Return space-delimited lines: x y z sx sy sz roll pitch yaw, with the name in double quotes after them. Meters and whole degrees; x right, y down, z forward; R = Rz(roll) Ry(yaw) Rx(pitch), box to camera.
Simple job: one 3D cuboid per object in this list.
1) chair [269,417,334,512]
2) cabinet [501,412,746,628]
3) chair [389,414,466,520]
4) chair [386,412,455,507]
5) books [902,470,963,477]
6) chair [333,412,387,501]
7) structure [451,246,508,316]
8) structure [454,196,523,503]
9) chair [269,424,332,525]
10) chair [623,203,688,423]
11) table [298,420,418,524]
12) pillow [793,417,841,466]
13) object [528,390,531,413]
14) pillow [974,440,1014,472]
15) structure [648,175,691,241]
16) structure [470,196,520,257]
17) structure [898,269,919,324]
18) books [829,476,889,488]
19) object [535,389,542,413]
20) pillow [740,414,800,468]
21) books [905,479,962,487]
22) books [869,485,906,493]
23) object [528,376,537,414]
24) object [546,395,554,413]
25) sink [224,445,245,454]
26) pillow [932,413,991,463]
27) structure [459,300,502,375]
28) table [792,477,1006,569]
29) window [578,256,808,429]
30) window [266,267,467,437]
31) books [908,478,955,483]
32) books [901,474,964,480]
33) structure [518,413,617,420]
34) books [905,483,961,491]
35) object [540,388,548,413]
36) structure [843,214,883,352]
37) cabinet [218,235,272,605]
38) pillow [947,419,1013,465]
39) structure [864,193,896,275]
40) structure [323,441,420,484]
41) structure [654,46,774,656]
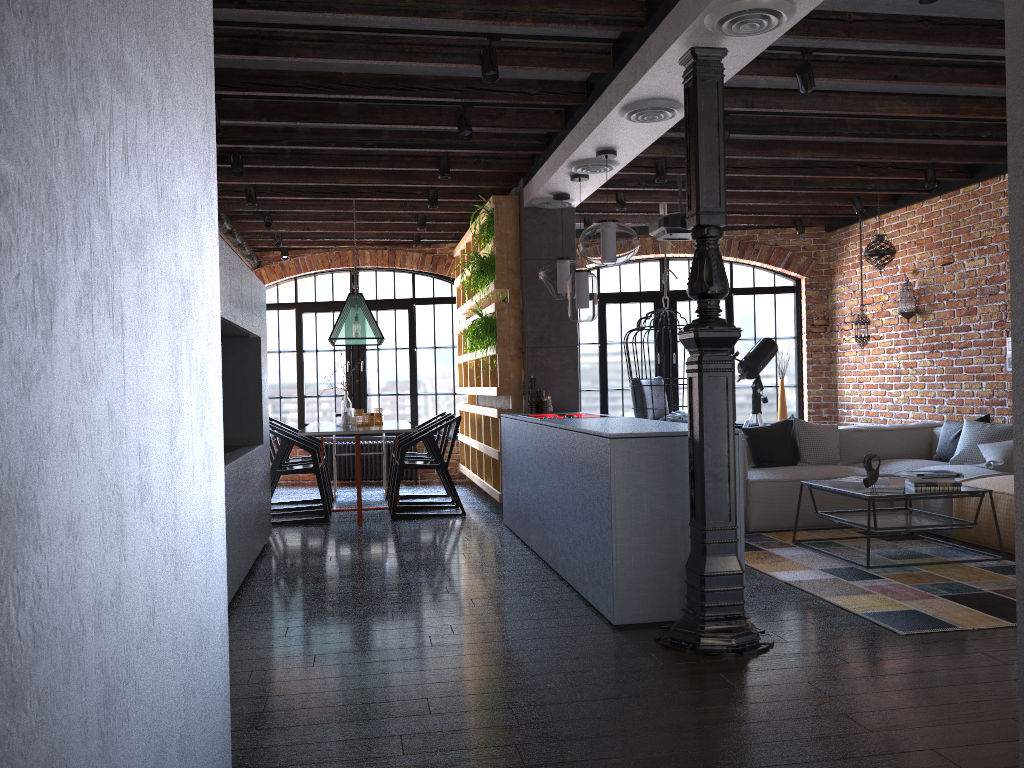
-1.928 0.701 7.993 0.610 0.818 0.495 -1 0 -10 "chair"
0.476 0.636 5.331 0.607 0.844 2.960 -1 0 -10 "cabinet"
-0.723 0.673 7.397 0.610 0.818 0.495 -1 0 -10 "chair"
-0.859 0.677 8.179 0.610 0.818 0.495 -1 0 -10 "chair"
2.413 0.513 5.097 0.268 0.014 0.196 -1 0 1 "books"
-1.491 0.692 8.673 0.495 0.818 0.610 -1 0 -10 "chair"
-0.217 -0.836 7.045 0.570 0.620 0.422 -1 0 -41 "structure"
-0.266 -0.266 8.282 0.206 2.381 2.829 -1 0 -10 "structure"
-1.792 0.698 7.211 0.610 0.818 0.495 -1 0 -10 "chair"
1.381 -0.583 8.207 0.682 2.220 0.802 -1 0 35 "chair"
-1.324 0.729 7.699 0.905 0.737 1.887 -1 0 -10 "table"
2.358 0.445 6.831 0.543 0.402 0.250 -1 0 -28 "pillow"
0.143 0.132 6.699 0.048 0.180 0.048 -1 0 40 "object"
3.366 0.461 5.946 0.485 0.314 0.358 -1 0 33 "pillow"
1.294 -1.536 6.858 0.409 0.816 0.464 -1 0 -10 "structure"
-0.063 -1.206 7.087 0.570 0.620 0.422 -1 0 -21 "structure"
3.497 -0.776 7.834 0.169 0.482 0.169 -1 0 -10 "structure"
2.105 0.593 5.377 0.308 0.038 0.225 -1 0 -40 "books"
0.202 0.131 6.723 0.048 0.180 0.048 -1 0 -27 "object"
2.021 0.440 6.798 0.538 0.417 0.238 -1 0 -20 "pillow"
2.415 0.568 5.094 0.251 0.023 0.209 -1 0 10 "books"
2.129 0.594 5.029 0.182 0.029 0.129 -1 0 27 "books"
0.154 0.080 6.627 0.061 0.283 0.061 -1 0 4 "object"
0.276 0.151 6.707 0.069 0.135 0.069 -1 0 -30 "object"
-1.870 0.361 5.388 0.381 0.287 0.827 -1 0 -10 "sink"
3.365 0.417 6.663 0.263 0.400 0.510 -1 0 -16 "pillow"
-0.171 -0.358 7.089 0.422 0.620 0.570 -1 0 9 "structure"
2.256 0.797 5.273 0.842 0.389 0.848 -1 0 -10 "table"
1.702 -0.452 9.806 3.293 2.233 0.177 -1 0 8 "window"
-1.774 -0.371 10.092 3.145 2.233 0.177 -1 0 8 "window"
2.419 0.546 5.117 0.239 0.023 0.190 -1 0 25 "books"
2.413 0.528 5.097 0.268 0.014 0.196 -1 0 -11 "books"
0.357 0.226 5.919 0.504 0.057 0.763 -1 0 -10 "structure"
2.414 0.590 5.094 0.247 0.024 0.209 -1 0 10 "books"
0.247 0.124 6.653 0.058 0.192 0.081 -1 0 31 "object"
3.230 -1.016 8.200 0.389 1.437 0.338 -1 0 -9 "structure"
-1.735 0.203 4.233 0.713 1.808 4.174 -1 0 -10 "cabinet"
3.370 0.432 6.320 0.293 0.354 0.495 -1 0 -24 "pillow"
3.224 -1.350 7.782 0.265 0.779 0.273 -1 0 30 "structure"
-1.560 0.869 9.780 1.115 0.476 0.106 -1 0 8 "structure"
4.310 -0.231 5.584 8.513 2.394 0.481 -1 0 -29 "structure"
